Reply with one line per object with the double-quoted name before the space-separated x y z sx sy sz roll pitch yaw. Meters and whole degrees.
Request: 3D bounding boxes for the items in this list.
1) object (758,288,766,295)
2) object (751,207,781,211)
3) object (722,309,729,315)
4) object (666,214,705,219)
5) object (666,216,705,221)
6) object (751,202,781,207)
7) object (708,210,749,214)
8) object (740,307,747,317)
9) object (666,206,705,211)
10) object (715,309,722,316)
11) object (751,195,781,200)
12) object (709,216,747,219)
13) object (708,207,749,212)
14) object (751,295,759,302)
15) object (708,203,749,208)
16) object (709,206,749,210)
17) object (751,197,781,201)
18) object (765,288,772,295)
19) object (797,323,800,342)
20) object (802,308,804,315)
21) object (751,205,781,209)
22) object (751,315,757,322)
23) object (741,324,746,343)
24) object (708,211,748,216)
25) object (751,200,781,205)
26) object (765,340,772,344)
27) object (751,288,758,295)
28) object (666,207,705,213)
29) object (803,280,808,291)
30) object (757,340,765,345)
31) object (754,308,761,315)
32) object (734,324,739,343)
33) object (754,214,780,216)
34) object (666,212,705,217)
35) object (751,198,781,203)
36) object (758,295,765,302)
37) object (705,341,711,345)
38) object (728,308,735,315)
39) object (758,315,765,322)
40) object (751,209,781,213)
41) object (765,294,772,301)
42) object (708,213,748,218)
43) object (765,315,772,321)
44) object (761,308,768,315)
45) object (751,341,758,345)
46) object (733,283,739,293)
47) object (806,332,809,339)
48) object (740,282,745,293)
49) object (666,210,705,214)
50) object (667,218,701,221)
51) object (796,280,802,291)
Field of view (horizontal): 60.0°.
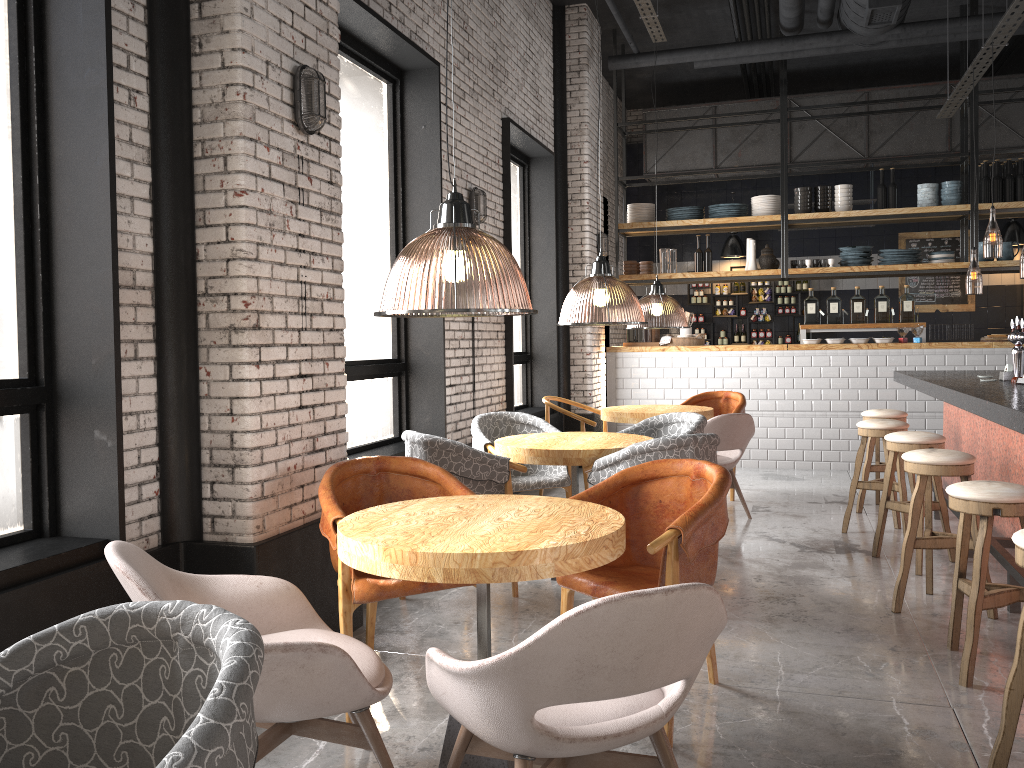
"object" 3.676 -1.367 13.041 0.089 0.108 0.107 -2 2 -22
"object" 2.905 -1.983 10.136 0.335 0.039 0.335 -2 3 -16
"object" 3.184 -1.075 13.204 0.089 0.108 0.107 -2 2 -22
"object" 2.037 -1.949 10.408 0.454 0.044 0.454 0 3 13
"object" 2.037 -1.925 10.409 0.454 0.043 0.454 0 3 20
"object" 2.904 -2.037 10.134 0.334 0.043 0.335 -1 3 1
"object" 2.504 -1.972 10.261 0.454 0.038 0.454 0 3 19
"object" 3.425 -1.069 13.137 0.100 0.139 0.088 0 2 18
"object" 2.035 -2.043 10.404 0.454 0.050 0.454 1 3 31
"object" 3.083 -1.077 13.234 0.092 0.112 0.100 -1 2 4
"object" 2.903 -2.115 10.133 0.335 0.039 0.335 -1 3 -9
"object" 2.504 -1.901 10.264 0.454 0.033 0.454 0 3 26
"object" 2.503 -1.996 10.261 0.454 0.037 0.454 -2 3 -28
"object" 3.581 -1.266 13.074 0.089 0.108 0.107 -2 2 -22
"object" 2.503 -2.043 10.260 0.454 0.039 0.454 1 3 37
"object" 2.503 -2.020 10.259 0.454 0.050 0.454 -1 3 -7
"object" 2.903 -2.095 10.133 0.334 0.039 0.335 -1 3 -8
"object" 3.764 -1.367 13.014 0.092 0.108 0.105 0 2 29
"object" 4.183 -0.748 12.904 0.079 0.280 0.079 0 2 36
"object" 4.265 -1.053 12.867 0.089 0.108 0.107 -2 2 -22
"object" 2.905 -2.002 10.135 0.335 0.040 0.335 -2 3 -28
"object" 3.564 -0.974 13.092 0.119 0.111 0.085 -1 2 -14
"object" 3.428 -0.748 13.141 0.079 0.280 0.079 -1 2 -14
"object" 2.503 -1.949 10.262 0.454 0.042 0.454 -2 3 -22
"object" 2.904 -2.057 10.135 0.335 0.041 0.335 -2 3 -13
"object" 3.778 -0.594 13.034 0.089 0.108 0.107 -2 2 -22
"object" 3.575 -1.369 13.071 0.092 0.112 0.100 -1 2 4
"object" 2.035 -2.020 10.406 0.454 0.047 0.454 0 3 15
"object" 4.257 -1.489 12.860 0.079 0.280 0.079 -1 2 11
"object" 3.675 -0.594 13.066 0.092 0.108 0.105 0 2 29
"object" 3.619 -1.071 13.082 0.090 0.101 0.111 -1 2 -16
"object" 3.337 -0.748 13.169 0.079 0.280 0.079 0 2 26
"object" 2.907 -1.904 10.138 0.335 0.033 0.335 -3 3 -34
"object" 2.037 -1.972 10.408 0.454 0.038 0.454 -1 3 -6
"object" 2.904 -2.076 10.134 0.335 0.044 0.335 -1 3 -12
"object" 3.674 -1.268 13.044 0.092 0.112 0.100 -1 2 4
"object" 2.936 -0.590 13.311 0.090 0.101 0.111 -1 2 -16
"object" 3.272 -1.075 13.177 0.092 0.108 0.105 0 2 29
"object" 3.674 -0.970 13.068 0.090 0.101 0.111 -1 2 -16
"object" 2.905 -1.963 10.136 0.334 0.040 0.335 -2 3 -19
"object" 3.766 -1.266 13.017 0.092 0.108 0.105 0 2 29
"object" 2.505 -1.926 10.263 0.454 0.045 0.454 -1 3 -8
"object" 3.768 -0.975 13.028 0.092 0.112 0.100 -1 2 4
"object" 3.713 -1.071 13.053 0.090 0.101 0.111 -1 2 -16
"object" 3.584 -0.596 13.093 0.092 0.112 0.100 -1 2 4
"object" 3.323 -1.488 13.152 0.079 0.280 0.079 0 2 21
"object" 4.270 -0.748 12.880 0.079 0.280 0.079 0 2 21
"object" 3.412 -1.488 13.124 0.079 0.280 0.079 -1 2 -4
"object" 2.036 -1.996 10.406 0.454 0.043 0.454 0 3 23
"object" 2.038 -1.901 10.409 0.454 0.033 0.454 0 3 26
"object" 4.167 -1.489 12.888 0.079 0.280 0.079 -1 2 -9
